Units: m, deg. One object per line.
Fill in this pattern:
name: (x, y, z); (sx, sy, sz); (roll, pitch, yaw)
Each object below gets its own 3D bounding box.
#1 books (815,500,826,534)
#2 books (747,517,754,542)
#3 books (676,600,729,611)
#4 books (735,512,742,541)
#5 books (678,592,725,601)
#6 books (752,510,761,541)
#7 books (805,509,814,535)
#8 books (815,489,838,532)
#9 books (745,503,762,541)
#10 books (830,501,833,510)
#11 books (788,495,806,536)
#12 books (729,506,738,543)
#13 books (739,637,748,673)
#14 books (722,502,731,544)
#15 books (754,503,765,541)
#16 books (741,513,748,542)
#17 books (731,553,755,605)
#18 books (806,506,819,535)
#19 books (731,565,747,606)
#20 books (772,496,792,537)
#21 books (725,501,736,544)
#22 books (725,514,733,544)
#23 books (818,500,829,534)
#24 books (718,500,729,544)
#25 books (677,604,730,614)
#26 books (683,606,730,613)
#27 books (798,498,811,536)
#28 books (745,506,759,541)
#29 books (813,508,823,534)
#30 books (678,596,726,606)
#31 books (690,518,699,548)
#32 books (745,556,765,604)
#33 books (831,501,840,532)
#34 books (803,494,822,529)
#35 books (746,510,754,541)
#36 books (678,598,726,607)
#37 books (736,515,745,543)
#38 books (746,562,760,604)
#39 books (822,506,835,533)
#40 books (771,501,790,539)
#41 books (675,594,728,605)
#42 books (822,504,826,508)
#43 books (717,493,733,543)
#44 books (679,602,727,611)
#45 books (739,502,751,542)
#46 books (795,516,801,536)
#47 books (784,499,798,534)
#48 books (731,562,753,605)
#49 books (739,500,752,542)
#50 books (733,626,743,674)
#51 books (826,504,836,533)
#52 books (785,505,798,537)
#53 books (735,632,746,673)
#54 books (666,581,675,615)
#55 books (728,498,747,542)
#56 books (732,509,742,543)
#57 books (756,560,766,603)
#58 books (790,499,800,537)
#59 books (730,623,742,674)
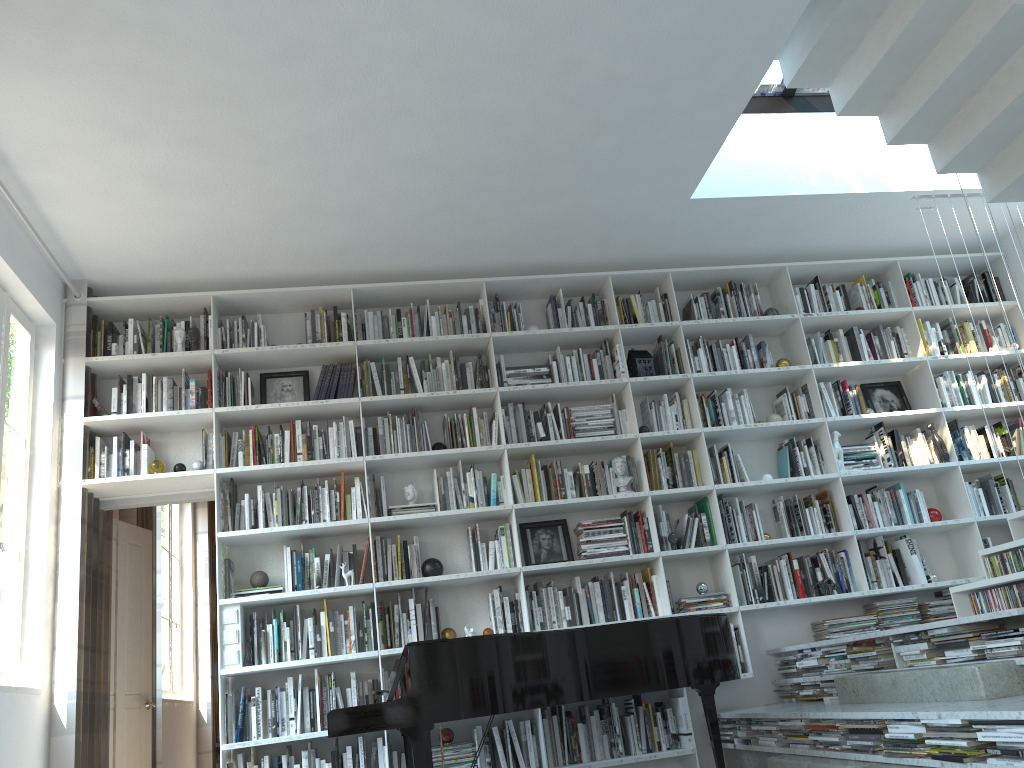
books: (1.932, 0.876, 5.671); (0.018, 0.228, 0.182); (-4, -19, -10)
books: (1.477, 0.939, 5.597); (0.013, 0.178, 0.141); (-4, -19, -10)
books: (1.145, 1.332, 5.335); (0.285, 0.012, 0.160); (-5, -19, -7)
books: (1.390, 0.922, 5.575); (0.013, 0.217, 0.161); (-4, -19, -10)
books: (1.139, 1.285, 5.347); (0.254, 0.012, 0.161); (-7, -19, -2)
books: (1.513, 0.919, 5.597); (0.014, 0.206, 0.181); (-4, -19, -10)
books: (1.856, 0.901, 5.641); (0.018, 0.181, 0.182); (-4, -19, -10)
books: (2.021, 0.838, 5.696); (0.007, 0.294, 0.162); (-4, -19, -10)
books: (1.522, 0.895, 5.612); (0.014, 0.260, 0.142); (-4, -19, -10)
books: (2.046, 0.875, 5.720); (0.007, 0.234, 0.132); (-4, -19, -10)
books: (1.815, 0.865, 5.677); (0.007, 0.284, 0.160); (-4, -19, -10)
books: (1.365, 0.909, 5.574); (0.013, 0.248, 0.165); (-4, -19, -10)
books: (1.334, 1.605, 5.238); (0.012, 0.205, 0.161); (-4, -19, -10)
books: (1.322, 0.898, 5.576); (0.006, 0.280, 0.155); (-4, -19, -10)
books: (1.536, 0.899, 5.614); (0.013, 0.250, 0.173); (-4, -19, -10)
books: (1.435, 0.930, 5.591); (0.013, 0.202, 0.167); (-4, -19, -10)
books: (1.422, 1.215, 5.461); (0.010, 0.315, 0.187); (-4, -19, -10)
books: (1.894, 0.896, 5.660); (0.015, 0.194, 0.176); (-4, -19, -10)
books: (1.389, 1.253, 5.462); (0.012, 0.253, 0.161); (-4, -19, -10)
books: (1.728, 0.871, 5.670); (0.016, 0.288, 0.132); (-4, -19, -10)
books: (1.354, 0.892, 5.575); (0.005, 0.282, 0.159); (-4, -19, -10)
books: (1.335, 0.936, 5.572); (0.013, 0.203, 0.154); (-4, -19, -10)
books: (1.965, 0.877, 5.690); (0.021, 0.231, 0.156); (-4, -19, -10)
books: (1.309, 0.893, 5.578); (0.018, 0.294, 0.178); (-4, -19, -10)
books: (1.147, 1.356, 5.332); (0.285, 0.012, 0.160); (-6, -19, -5)
books: (1.149, 1.366, 5.324); (0.285, 0.012, 0.160); (-5, -19, -7)
books: (1.834, 0.871, 5.650); (0.018, 0.250, 0.184); (-4, -19, -10)
books: (1.496, 0.907, 5.602); (0.015, 0.237, 0.177); (-4, -19, -10)
books: (1.912, 0.899, 5.657); (0.019, 0.182, 0.191); (-4, -19, -10)
books: (1.142, 1.307, 5.337); (0.254, 0.012, 0.161); (-4, -20, -10)
books: (1.111, 0.954, 5.527); (0.091, 0.204, 0.169); (-4, -19, -10)
books: (1.480, 1.221, 5.467); (0.030, 0.293, 0.189); (-4, -19, -10)
books: (2.055, 0.877, 5.711); (0.009, 0.223, 0.146); (-4, -19, -10)
books: (1.918, 0.857, 5.677); (0.006, 0.273, 0.173); (-4, -19, -10)
books: (1.484, 0.918, 5.607); (0.008, 0.222, 0.134); (-4, -19, -10)
books: (1.143, 1.322, 5.343); (0.254, 0.012, 0.161); (-6, -19, -5)
books: (1.406, 0.935, 5.568); (0.013, 0.185, 0.184); (-4, -19, -10)
books: (1.456, 1.241, 5.457); (0.023, 0.255, 0.179); (-4, -19, -10)
books: (1.990, 0.891, 5.660); (0.016, 0.180, 0.190); (-4, -19, -10)
books: (1.716, 0.886, 5.649); (0.019, 0.251, 0.130); (-4, -19, -10)
books: (1.140, 1.299, 5.349); (0.285, 0.012, 0.160); (-5, -19, -6)
books: (2.000, 0.888, 5.693); (0.016, 0.204, 0.142); (-4, -19, -10)
books: (1.335, 0.875, 5.605); (0.007, 0.340, 0.150); (-4, -19, -10)
books: (1.146, 1.344, 5.333); (0.254, 0.012, 0.161); (-6, -19, -5)
books: (1.445, 0.895, 5.592); (0.012, 0.266, 0.183); (-4, -19, -10)
books: (1.794, 0.907, 5.673); (0.031, 0.208, 0.123); (-4, -19, -10)
books: (1.763, 0.877, 5.658); (0.015, 0.261, 0.150); (-4, -19, -10)
books: (1.409, 1.241, 5.448); (0.023, 0.261, 0.187); (-4, -19, -10)
books: (1.461, 0.891, 5.613); (0.006, 0.284, 0.160); (-4, -19, -10)
books: (1.303, 1.577, 5.245); (0.015, 0.270, 0.158); (-4, -19, -10)
books: (2.016, 0.884, 5.687); (0.013, 0.203, 0.159); (-4, -19, -10)
books: (1.752, 0.895, 5.635); (0.015, 0.215, 0.178); (-4, -19, -10)
books: (1.321, 1.589, 5.229); (0.013, 0.232, 0.149); (-4, -19, -10)
books: (0.937, 1.310, 5.383); (0.030, 0.209, 0.137); (-4, -19, -10)
books: (1.412, 0.881, 5.586); (0.014, 0.296, 0.176); (-4, -19, -10)
books: (1.380, 0.915, 5.562); (0.011, 0.225, 0.188); (-4, -19, -10)
books: (1.499, 1.231, 5.476); (0.010, 0.276, 0.174); (-4, -19, -10)
books: (1.774, 0.878, 5.659); (0.008, 0.258, 0.159); (-4, -19, -10)
books: (1.288, 1.564, 5.224); (0.021, 0.284, 0.173); (-4, -19, -10)
